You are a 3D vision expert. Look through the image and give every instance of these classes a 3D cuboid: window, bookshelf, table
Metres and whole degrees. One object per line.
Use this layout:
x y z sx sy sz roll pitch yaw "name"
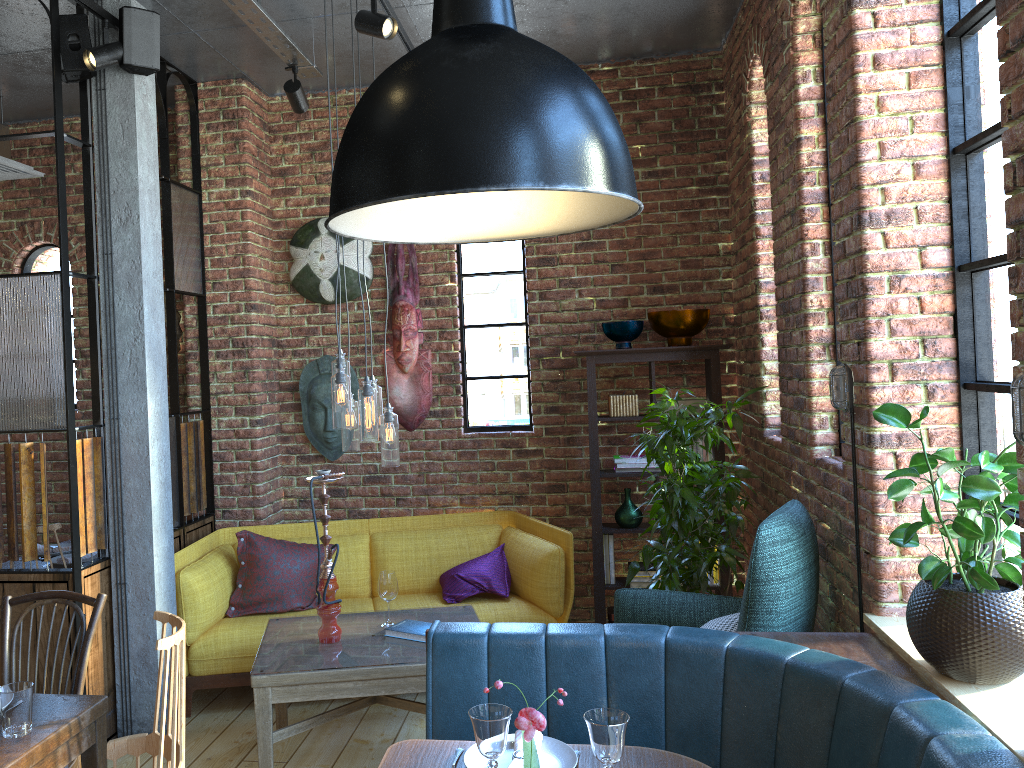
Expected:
0.341 -0.465 2.644 3.311 2.429 8.855 -3 1 -28 "window"
0.785 0.638 4.778 0.829 1.668 0.312 -3 0 9 "bookshelf"
-1.541 1.275 2.212 0.761 0.727 0.740 -2 1 7 "table"
0.051 1.255 1.458 0.834 0.661 1.520 -2 1 6 "table"
-0.570 1.306 3.691 0.926 0.508 0.758 -3 1 -7 "table"
-2.168 1.245 4.617 0.761 0.727 0.740 -2 1 7 "table"

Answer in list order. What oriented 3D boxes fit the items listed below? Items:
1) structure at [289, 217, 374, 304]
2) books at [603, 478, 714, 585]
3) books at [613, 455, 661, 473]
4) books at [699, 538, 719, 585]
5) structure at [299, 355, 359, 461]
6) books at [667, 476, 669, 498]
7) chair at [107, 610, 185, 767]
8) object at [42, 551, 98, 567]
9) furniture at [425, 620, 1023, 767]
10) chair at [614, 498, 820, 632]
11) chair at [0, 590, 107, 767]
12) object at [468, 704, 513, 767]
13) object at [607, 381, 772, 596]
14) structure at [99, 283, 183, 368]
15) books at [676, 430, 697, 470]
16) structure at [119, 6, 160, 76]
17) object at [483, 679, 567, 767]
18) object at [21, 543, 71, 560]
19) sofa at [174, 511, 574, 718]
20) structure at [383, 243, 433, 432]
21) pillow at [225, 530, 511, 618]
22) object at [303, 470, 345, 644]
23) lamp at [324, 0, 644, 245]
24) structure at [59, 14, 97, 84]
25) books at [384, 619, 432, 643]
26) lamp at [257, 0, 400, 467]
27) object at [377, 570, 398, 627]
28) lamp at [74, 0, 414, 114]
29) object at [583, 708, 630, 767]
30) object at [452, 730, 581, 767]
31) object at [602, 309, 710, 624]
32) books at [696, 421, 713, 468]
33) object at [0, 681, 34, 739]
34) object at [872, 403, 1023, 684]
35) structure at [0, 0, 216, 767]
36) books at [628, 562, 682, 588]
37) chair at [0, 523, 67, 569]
-1.085 -0.738 5.256 0.539 0.521 0.145 -2 0 9 "structure"
0.788 0.785 4.784 0.595 0.575 0.188 -2 0 8 "books"
0.691 0.432 4.794 0.273 0.080 0.176 -2 1 8 "books"
1.053 0.925 4.743 0.085 0.273 0.187 -3 0 6 "books"
-1.091 0.145 5.256 0.373 0.639 0.102 -3 0 11 "structure"
0.895 0.629 4.766 0.086 0.273 0.170 -3 0 6 "books"
-1.006 1.117 2.181 0.437 1.006 0.552 -3 0 -21 "chair"
-2.142 0.860 4.383 0.331 0.051 0.264 -2 1 11 "object"
0.319 1.163 1.402 1.384 0.822 2.578 -2 1 6 "furniture"
0.558 0.972 3.182 1.076 1.097 0.774 -2 0 32 "chair"
-1.531 1.164 2.742 0.407 0.915 0.519 -3 0 1 "chair"
-0.044 0.820 1.948 0.103 0.192 0.094 -3 0 37 "object"
0.794 0.731 3.917 0.711 1.528 0.876 -3 0 -14 "object"
-2.344 -0.355 5.484 0.598 0.727 0.125 -3 0 9 "structure"
0.926 0.334 4.772 0.126 0.258 0.161 -3 0 7 "books"
-1.631 -1.487 3.830 0.158 0.268 0.193 -3 0 -42 "structure"
0.046 0.708 1.537 0.142 0.431 0.210 -3 0 25 "object"
-2.415 0.867 4.625 0.275 0.051 0.319 -2 1 10 "object"
-0.733 1.161 4.672 1.974 0.763 0.798 -3 1 -7 "sofa"
-0.625 -0.286 5.228 0.216 1.146 0.237 -2 0 -37 "structure"
-0.754 0.961 4.711 1.490 0.453 0.402 -3 0 -2 "pillow"
-0.764 0.711 3.602 0.169 0.704 0.260 -3 0 -2 "object"
-0.078 -0.935 1.488 0.549 1.326 0.509 -3 0 25 "lamp"
-1.933 -1.476 3.886 0.179 0.268 0.170 -3 0 -20 "structure"
-0.376 1.029 3.667 0.284 0.028 0.154 -2 2 32 "books"
-0.788 -0.703 3.784 0.525 2.120 0.276 -3 0 33 "lamp"
-0.537 0.932 3.831 0.087 0.228 0.095 -2 0 -45 "object"
-3.751 -1.310 2.090 6.354 0.274 7.130 -2 1 7 "lamp"
0.207 0.810 1.894 0.103 0.192 0.094 -3 0 37 "object"
0.002 0.886 2.096 0.331 0.051 0.264 -2 1 11 "object"
0.794 0.492 4.762 0.613 1.761 0.325 -3 0 3 "object"
1.028 0.330 4.744 0.081 0.258 0.175 -3 0 6 "books"
-1.273 0.838 2.264 0.084 0.119 0.084 -3 0 -3 "object"
1.103 0.371 2.115 0.402 0.663 0.491 -3 0 31 "object"
-4.118 0.101 1.868 5.960 3.326 5.922 -3 1 -9 "structure"
0.783 1.028 4.760 0.308 0.088 0.240 -2 1 10 "books"
-2.150 1.123 4.048 0.532 1.006 0.454 -3 0 -6 "chair"
